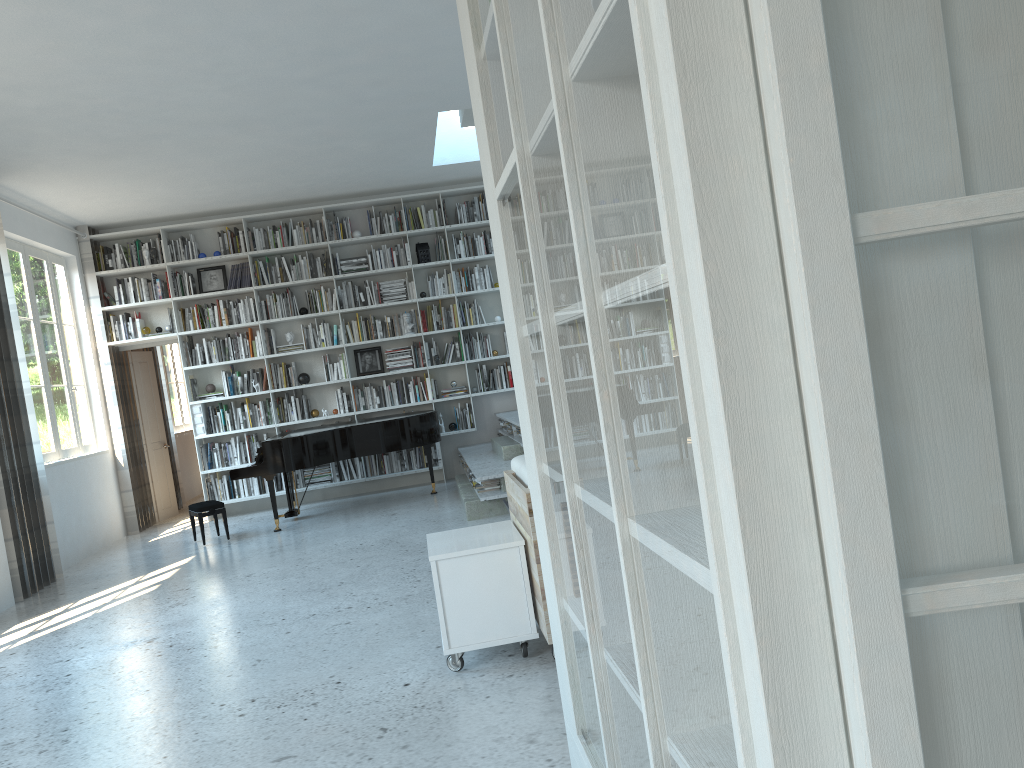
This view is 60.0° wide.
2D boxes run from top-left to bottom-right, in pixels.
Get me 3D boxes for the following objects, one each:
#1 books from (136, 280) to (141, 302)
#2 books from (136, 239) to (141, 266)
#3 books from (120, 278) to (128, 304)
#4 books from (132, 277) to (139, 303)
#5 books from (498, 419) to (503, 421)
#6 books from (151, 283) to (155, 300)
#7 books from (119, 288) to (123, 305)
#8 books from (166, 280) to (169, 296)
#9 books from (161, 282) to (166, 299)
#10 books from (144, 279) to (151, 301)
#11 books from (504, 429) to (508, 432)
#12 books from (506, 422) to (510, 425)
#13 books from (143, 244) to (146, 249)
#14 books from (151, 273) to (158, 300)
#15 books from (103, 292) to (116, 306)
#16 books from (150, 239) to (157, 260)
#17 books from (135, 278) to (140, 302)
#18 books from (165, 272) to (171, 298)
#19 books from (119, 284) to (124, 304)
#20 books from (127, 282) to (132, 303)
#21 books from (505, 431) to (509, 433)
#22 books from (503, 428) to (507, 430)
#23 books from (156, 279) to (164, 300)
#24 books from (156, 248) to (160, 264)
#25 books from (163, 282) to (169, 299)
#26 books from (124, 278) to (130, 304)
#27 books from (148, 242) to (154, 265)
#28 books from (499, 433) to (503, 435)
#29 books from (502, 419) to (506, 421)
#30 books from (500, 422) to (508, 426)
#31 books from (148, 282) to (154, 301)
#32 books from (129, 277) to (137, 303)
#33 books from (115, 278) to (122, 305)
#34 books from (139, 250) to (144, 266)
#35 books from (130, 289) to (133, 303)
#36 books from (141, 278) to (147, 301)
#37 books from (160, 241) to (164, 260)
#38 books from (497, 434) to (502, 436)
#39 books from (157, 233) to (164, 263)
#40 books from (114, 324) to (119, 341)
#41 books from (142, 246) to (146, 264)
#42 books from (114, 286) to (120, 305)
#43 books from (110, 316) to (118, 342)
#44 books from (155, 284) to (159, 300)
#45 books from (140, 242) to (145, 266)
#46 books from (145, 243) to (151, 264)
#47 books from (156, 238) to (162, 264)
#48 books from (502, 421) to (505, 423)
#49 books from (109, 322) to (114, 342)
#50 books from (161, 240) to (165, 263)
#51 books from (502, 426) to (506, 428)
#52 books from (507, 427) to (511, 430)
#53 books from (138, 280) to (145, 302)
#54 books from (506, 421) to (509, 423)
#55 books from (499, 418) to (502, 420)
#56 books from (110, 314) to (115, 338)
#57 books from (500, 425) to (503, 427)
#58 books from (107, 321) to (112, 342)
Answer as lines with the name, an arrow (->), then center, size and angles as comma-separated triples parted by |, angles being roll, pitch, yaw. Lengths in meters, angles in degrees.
books -> -3.927, -0.970, 9.399 | 0.012, 0.249, 0.192 | -9, 2, -6
books -> -3.945, -1.373, 9.405 | 0.029, 0.315, 0.129 | -9, 2, -6
books -> -4.076, -0.964, 9.376 | 0.023, 0.282, 0.186 | -9, 2, -6
books -> -3.968, -0.986, 9.403 | 0.037, 0.292, 0.155 | -9, 2, -6
books -> -0.053, 0.389, 9.821 | 0.171, 0.015, 0.253 | -9, 1, -11
books -> -3.792, -0.966, 9.440 | 0.029, 0.198, 0.144 | -9, 2, -6
books -> -4.118, -0.913, 9.403 | 0.024, 0.192, 0.138 | -9, 2, -6
books -> -3.649, -1.007, 9.452 | 0.014, 0.236, 0.143 | -9, 2, -6
books -> -3.692, -0.980, 9.448 | 0.029, 0.196, 0.146 | -9, 2, -6
books -> -3.849, -0.983, 9.406 | 0.030, 0.251, 0.165 | -9, 2, -6
books -> 0.024, 0.471, 9.233 | 0.190, 0.012, 0.235 | -9, 1, -8
books -> 0.047, 0.389, 8.944 | 0.187, 0.009, 0.261 | -9, 1, -7
books -> -3.854, -1.350, 9.398 | 0.025, 0.244, 0.167 | -9, 2, -6
books -> -3.777, -1.021, 9.415 | 0.012, 0.303, 0.189 | -9, 2, -6
books -> -4.233, -0.887, 9.387 | 0.121, 0.176, 0.129 | -9, 2, -6
books -> -3.793, -1.384, 9.423 | 0.013, 0.292, 0.154 | -9, 2, -6
books -> -3.941, -0.978, 9.398 | 0.013, 0.269, 0.162 | -9, 2, -6
books -> -3.638, -1.038, 9.441 | 0.014, 0.294, 0.172 | -9, 2, -6
books -> -4.095, -0.934, 9.379 | 0.022, 0.228, 0.171 | -9, 2, -6
books -> -4.025, -0.951, 9.404 | 0.024, 0.239, 0.155 | -9, 2, -6
books -> 0.030, 0.482, 9.234 | 0.183, 0.012, 0.296 | -9, 1, -7
books -> 0.001, 0.477, 9.536 | 0.173, 0.017, 0.233 | -9, 1, -7
books -> -3.720, -0.992, 9.416 | 0.029, 0.229, 0.191 | -9, 2, -6
books -> -3.742, -1.338, 9.422 | 0.028, 0.185, 0.167 | -9, 2, -6
books -> -3.663, -0.980, 9.437 | 0.026, 0.188, 0.154 | -9, 2, -6
books -> -4.054, -0.971, 9.401 | 0.028, 0.288, 0.132 | -9, 2, -6
books -> -3.809, -1.365, 9.409 | 0.027, 0.259, 0.147 | -9, 2, -6
books -> -0.061, 0.542, 9.858 | 0.159, 0.009, 0.210 | -9, 1, -2
books -> -0.010, 0.373, 9.533 | 0.163, 0.018, 0.289 | -9, 1, -7
books -> -0.020, 0.418, 9.533 | 0.189, 0.030, 0.237 | -9, 1, -9
books -> -3.820, -0.969, 9.428 | 0.028, 0.212, 0.138 | -9, 2, -6
books -> -3.994, -0.978, 9.380 | 0.021, 0.286, 0.179 | -9, 2, -6
books -> -4.142, -0.962, 9.387 | 0.011, 0.297, 0.162 | -9, 2, -6
books -> -3.908, -1.314, 9.400 | 0.024, 0.187, 0.159 | -9, 2, -6
books -> -4.005, -0.938, 9.396 | 0.010, 0.209, 0.165 | -9, 2, -6
books -> -3.878, -0.984, 9.403 | 0.025, 0.261, 0.167 | -9, 2, -6
books -> -3.686, -1.384, 9.428 | 0.025, 0.259, 0.138 | -9, 2, -6
books -> -0.068, 0.551, 9.858 | 0.184, 0.006, 0.262 | -9, 1, -5
books -> -3.710, -1.420, 9.419 | 0.014, 0.338, 0.167 | -9, 2, -6
books -> -4.159, -0.538, 9.392 | 0.029, 0.197, 0.160 | -9, 2, -6
books -> -3.877, -1.338, 9.409 | 0.021, 0.226, 0.156 | -9, 2, -6
books -> -4.158, -0.919, 9.384 | 0.034, 0.218, 0.166 | -9, 2, -6
books -> -4.190, -0.576, 9.380 | 0.023, 0.282, 0.170 | -9, 2, -6
books -> -3.749, -0.965, 9.436 | 0.031, 0.182, 0.151 | -9, 2, -6
books -> -3.897, -1.360, 9.407 | 0.013, 0.275, 0.158 | -9, 2, -6
books -> -3.833, -1.359, 9.410 | 0.021, 0.253, 0.179 | -9, 2, -6
books -> -3.725, -1.392, 9.423 | 0.022, 0.287, 0.175 | -9, 2, -6
books -> -0.012, 0.398, 9.533 | 0.171, 0.007, 0.206 | -9, 1, -4
books -> -4.216, -0.541, 9.378 | 0.013, 0.222, 0.162 | -9, 2, -6
books -> -3.657, -1.384, 9.395 | 0.024, 0.252, 0.235 | -9, 2, -6
books -> -0.031, 0.459, 9.825 | 0.163, 0.017, 0.232 | -9, 1, -4
books -> 0.030, 0.452, 9.233 | 0.164, 0.023, 0.242 | -9, 1, -2
books -> -3.910, -0.970, 9.402 | 0.021, 0.244, 0.173 | -9, 2, -6
books -> 0.030, 0.383, 9.232 | 0.160, 0.010, 0.179 | -9, 1, -6
books -> -0.044, 0.376, 9.822 | 0.167, 0.008, 0.234 | -9, 1, -7
books -> -4.211, -0.584, 9.400 | 0.013, 0.303, 0.135 | -9, 2, -6
books -> -0.042, 0.444, 9.824 | 0.175, 0.017, 0.265 | -9, 1, -3
books -> -4.229, -0.542, 9.375 | 0.013, 0.228, 0.179 | -9, 2, -6
